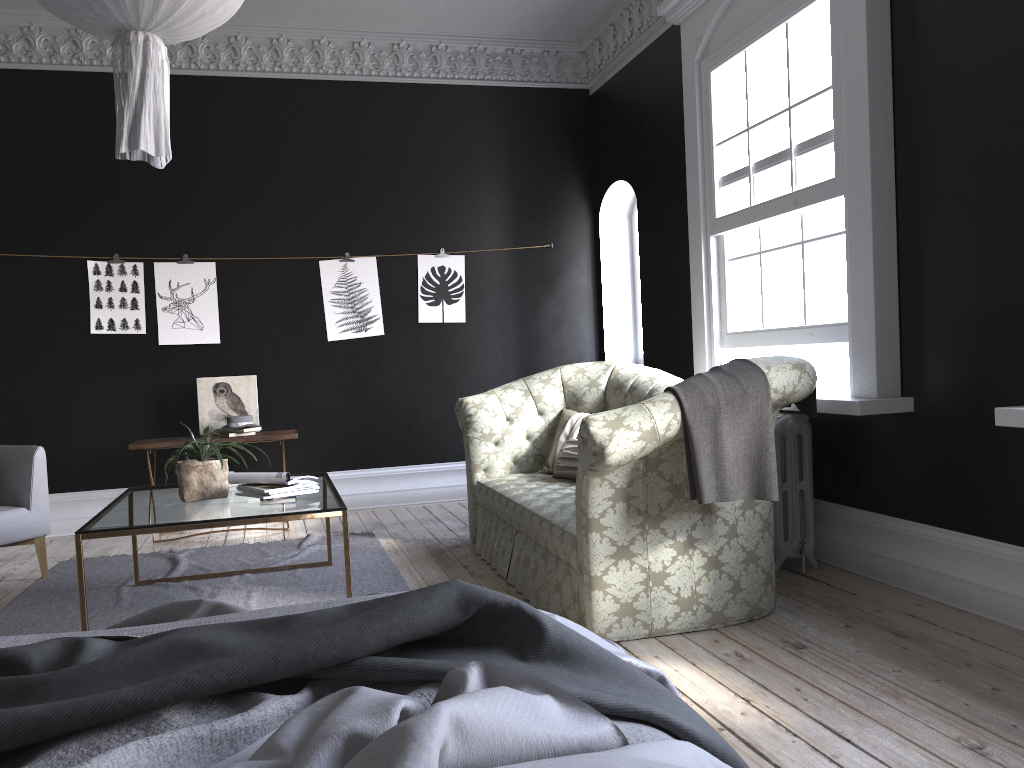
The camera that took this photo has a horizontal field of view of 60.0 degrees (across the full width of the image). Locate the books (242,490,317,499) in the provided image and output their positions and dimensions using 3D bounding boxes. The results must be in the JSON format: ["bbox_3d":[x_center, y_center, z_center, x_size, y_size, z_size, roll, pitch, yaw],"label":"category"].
[{"bbox_3d":[-1.103,0.508,4.196,0.252,0.011,0.318,-4,2,-34],"label":"books"}]

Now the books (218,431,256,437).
[{"bbox_3d":[-2.058,0.369,6.624,0.203,0.029,0.268,-4,2,-35],"label":"books"}]

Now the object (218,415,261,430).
[{"bbox_3d":[-2.017,0.281,6.575,0.258,0.087,0.328,-1,2,41],"label":"object"}]

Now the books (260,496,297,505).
[{"bbox_3d":[-1.100,0.536,4.174,0.162,0.023,0.231,-3,2,-15],"label":"books"}]

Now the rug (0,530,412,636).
[{"bbox_3d":[-1.541,1.113,4.366,2.105,0.050,3.643,-3,2,-15],"label":"rug"}]

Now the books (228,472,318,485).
[{"bbox_3d":[-1.142,0.463,4.256,0.322,0.109,0.272,-2,2,20],"label":"books"}]

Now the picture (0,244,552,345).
[{"bbox_3d":[-1.780,-0.721,7.178,4.456,0.772,0.058,-3,3,-15],"label":"picture"}]

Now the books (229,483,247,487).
[{"bbox_3d":[-1.584,0.540,4.888,0.193,0.030,0.289,-4,2,-31],"label":"books"}]

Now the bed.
[{"bbox_3d":[-0.478,0.522,0.903,2.764,1.299,3.283,-4,2,-27],"label":"bed"}]

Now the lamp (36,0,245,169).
[{"bbox_3d":[-1.199,-1.719,2.744,0.782,2.050,0.783,-1,3,28],"label":"lamp"}]

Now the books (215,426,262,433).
[{"bbox_3d":[-2.038,0.340,6.602,0.289,0.030,0.192,-2,2,26],"label":"books"}]

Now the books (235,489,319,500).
[{"bbox_3d":[-1.123,0.519,4.235,0.318,0.011,0.252,-1,2,41],"label":"books"}]

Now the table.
[{"bbox_3d":[-1.421,0.838,4.439,1.092,0.559,1.448,-3,2,-15],"label":"table"}]

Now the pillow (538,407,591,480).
[{"bbox_3d":[0.508,0.363,5.328,0.529,0.416,1.105,-3,2,-15],"label":"pillow"}]

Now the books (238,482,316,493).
[{"bbox_3d":[-1.112,0.477,4.182,0.252,0.011,0.318,-4,2,-39],"label":"books"}]

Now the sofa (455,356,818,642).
[{"bbox_3d":[0.707,0.453,4.886,1.605,1.162,2.811,-3,2,-14],"label":"sofa"}]

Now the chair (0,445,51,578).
[{"bbox_3d":[-3.291,0.766,5.147,0.770,0.863,0.818,-2,2,25],"label":"chair"}]

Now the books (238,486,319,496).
[{"bbox_3d":[-1.110,0.497,4.210,0.252,0.011,0.318,-4,2,-44],"label":"books"}]

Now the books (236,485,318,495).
[{"bbox_3d":[-1.112,0.488,4.191,0.252,0.011,0.318,-4,2,-44],"label":"books"}]

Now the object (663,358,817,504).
[{"bbox_3d":[1.045,0.173,3.972,0.517,0.585,1.366,-1,2,34],"label":"object"}]

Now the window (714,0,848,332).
[{"bbox_3d":[1.484,-1.128,4.995,0.056,1.673,1.262,-4,2,-15],"label":"window"}]

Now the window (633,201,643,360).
[{"bbox_3d":[1.239,-0.939,7.492,0.112,1.458,0.740,-4,3,-15],"label":"window"}]

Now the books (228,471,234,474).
[{"bbox_3d":[-1.649,0.517,4.873,0.220,0.024,0.307,-3,2,-15],"label":"books"}]
